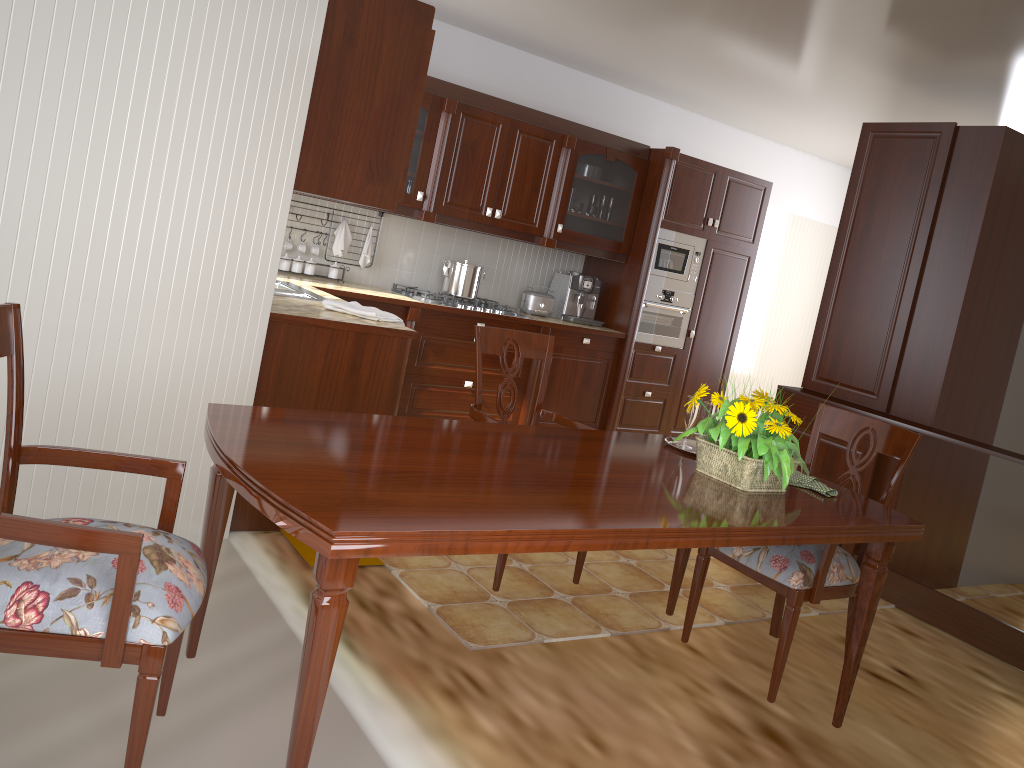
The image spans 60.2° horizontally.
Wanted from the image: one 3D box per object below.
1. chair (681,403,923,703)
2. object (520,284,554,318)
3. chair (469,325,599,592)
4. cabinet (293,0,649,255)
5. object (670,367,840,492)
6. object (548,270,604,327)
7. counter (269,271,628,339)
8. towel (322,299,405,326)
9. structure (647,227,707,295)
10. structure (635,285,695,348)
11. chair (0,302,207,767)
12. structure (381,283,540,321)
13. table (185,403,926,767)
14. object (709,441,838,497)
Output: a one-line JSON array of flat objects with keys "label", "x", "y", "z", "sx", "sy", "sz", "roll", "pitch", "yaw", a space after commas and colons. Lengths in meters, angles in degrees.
[{"label": "chair", "x": 0.813, "y": 0.445, "z": 2.514, "sx": 0.457, "sy": 0.741, "sz": 0.409, "roll": 8, "pitch": 7, "yaw": -34}, {"label": "object", "x": 0.170, "y": -0.533, "z": 5.674, "sx": 0.242, "sy": 0.187, "sz": 0.142, "roll": 7, "pitch": 8, "yaw": -34}, {"label": "chair", "x": 0.050, "y": 0.229, "z": 2.878, "sx": 0.402, "sy": 0.741, "sz": 0.465, "roll": 8, "pitch": 7, "yaw": -37}, {"label": "cabinet", "x": 0.051, "y": -1.121, "z": 4.442, "sx": 2.767, "sy": 0.774, "sz": 1.386, "roll": 6, "pitch": 10, "yaw": -34}, {"label": "object", "x": 0.605, "y": 0.117, "z": 2.215, "sx": 0.297, "sy": 0.335, "sz": 0.322, "roll": 6, "pitch": 9, "yaw": -42}, {"label": "object", "x": 0.436, "y": -0.570, "z": 5.830, "sx": 0.273, "sy": 0.320, "sz": 0.327, "roll": 8, "pitch": 8, "yaw": -34}, {"label": "counter", "x": -0.229, "y": -0.347, "z": 4.673, "sx": 2.769, "sy": 0.032, "sz": 1.849, "roll": 6, "pitch": 11, "yaw": -34}, {"label": "towel", "x": -0.615, "y": -0.284, "z": 3.709, "sx": 0.332, "sy": 0.096, "sz": 0.344, "roll": 15, "pitch": 9, "yaw": 18}, {"label": "structure", "x": 1.002, "y": -0.853, "z": 6.000, "sx": 0.492, "sy": 0.383, "sz": 0.320, "roll": 7, "pitch": 8, "yaw": -34}, {"label": "structure", "x": 1.010, "y": -0.445, "z": 5.899, "sx": 0.492, "sy": 0.372, "sz": 0.041, "roll": 7, "pitch": 6, "yaw": -34}, {"label": "chair", "x": -0.747, "y": 0.281, "z": 1.492, "sx": 0.458, "sy": 0.741, "sz": 0.409, "roll": 11, "pitch": 6, "yaw": -13}, {"label": "structure", "x": -0.310, "y": -0.503, "z": 5.334, "sx": 0.812, "sy": 0.046, "sz": 0.598, "roll": 6, "pitch": 11, "yaw": -34}, {"label": "table", "x": 0.125, "y": 0.465, "z": 2.063, "sx": 1.669, "sy": 0.554, "sz": 0.744, "roll": 6, "pitch": 9, "yaw": -34}, {"label": "object", "x": 0.730, "y": 0.209, "z": 2.502, "sx": 0.166, "sy": 0.056, "sz": 0.535, "roll": 9, "pitch": 9, "yaw": -21}]
